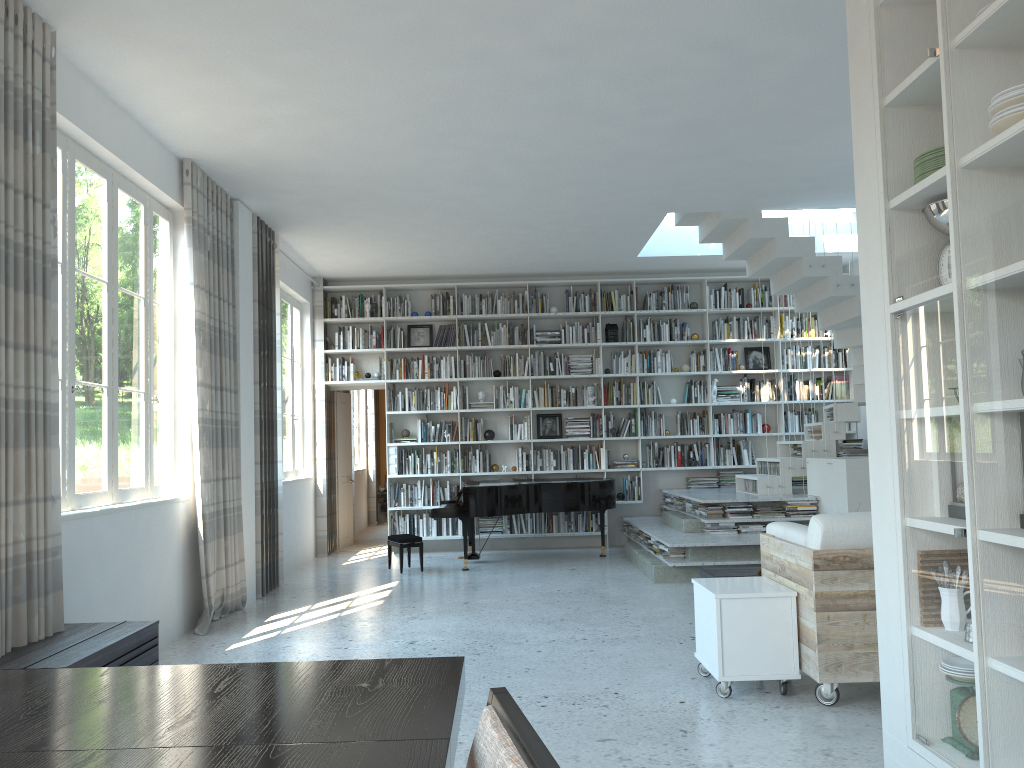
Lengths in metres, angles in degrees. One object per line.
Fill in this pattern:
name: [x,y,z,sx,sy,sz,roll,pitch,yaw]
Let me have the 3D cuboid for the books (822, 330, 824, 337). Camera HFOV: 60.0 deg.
books: [3.681,-0.624,10.591,0.034,0.182,0.156,-2,-4,-1]

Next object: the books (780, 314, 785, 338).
books: [3.187,-0.673,10.492,0.010,0.294,0.183,-2,-4,-1]

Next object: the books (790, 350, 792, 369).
books: [3.289,-0.276,10.554,0.011,0.238,0.173,-2,-4,-1]

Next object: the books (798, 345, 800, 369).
books: [3.390,-0.306,10.551,0.012,0.292,0.165,-2,-4,-1]

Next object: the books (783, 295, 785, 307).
books: [3.223,-0.998,10.608,0.025,0.223,0.137,-2,-4,-1]

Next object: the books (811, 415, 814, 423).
books: [3.543,0.468,10.504,0.021,0.205,0.175,-2,-4,-1]

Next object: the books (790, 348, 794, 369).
books: [3.308,-0.286,10.549,0.026,0.256,0.173,-2,-4,-1]

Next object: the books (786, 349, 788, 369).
books: [3.247,-0.280,10.565,0.026,0.250,0.161,-2,-4,-1]

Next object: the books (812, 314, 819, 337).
books: [3.619,-0.679,10.581,0.010,0.295,0.165,-2,-4,-1]

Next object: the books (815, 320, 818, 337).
books: [3.604,-0.642,10.571,0.023,0.220,0.171,-2,-4,-1]

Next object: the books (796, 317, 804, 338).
books: [3.412,-0.659,10.495,0.023,0.253,0.189,-2,-4,-1]

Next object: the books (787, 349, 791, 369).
books: [3.272,-0.281,10.537,0.023,0.247,0.182,-2,-4,-1]

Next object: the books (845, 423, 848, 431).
books: [3.938,0.470,10.520,0.028,0.181,0.167,-2,-4,-1]

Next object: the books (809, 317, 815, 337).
books: [3.527,-0.654,10.523,0.042,0.242,0.248,-2,-4,-1]

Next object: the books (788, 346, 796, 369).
books: [3.328,-0.302,10.536,0.014,0.285,0.185,-2,-4,-1]

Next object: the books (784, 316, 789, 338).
books: [3.229,-0.659,10.484,0.026,0.263,0.189,-2,-4,-1]

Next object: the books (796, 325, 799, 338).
books: [3.357,-0.626,10.545,0.038,0.199,0.170,-2,-4,-1]

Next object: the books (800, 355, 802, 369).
books: [3.411,-0.249,10.562,0.027,0.179,0.157,-2,-4,-1]

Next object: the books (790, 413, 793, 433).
books: [3.291,0.460,10.510,0.037,0.235,0.153,-2,-4,-1]

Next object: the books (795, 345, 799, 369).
books: [3.373,-0.307,10.563,0.022,0.297,0.162,-2,-4,-1]

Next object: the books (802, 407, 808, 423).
books: [3.484,0.425,10.524,0.013,0.297,0.141,-2,-4,-1]

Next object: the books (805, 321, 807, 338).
books: [3.453,-0.635,10.502,0.014,0.206,0.184,-2,-4,-1]

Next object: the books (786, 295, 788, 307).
books: [3.255,-1.024,10.582,0.012,0.269,0.184,-2,-4,-1]

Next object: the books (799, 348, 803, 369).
books: [3.430,-0.291,10.551,0.013,0.260,0.158,-2,-4,-1]

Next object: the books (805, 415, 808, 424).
books: [3.465,0.473,10.521,0.027,0.200,0.164,-2,-4,-1]

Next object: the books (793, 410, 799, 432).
books: [3.372,0.443,10.526,0.024,0.267,0.133,-2,-4,-1]

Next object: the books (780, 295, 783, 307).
books: [3.199,-1.024,10.598,0.022,0.275,0.160,-2,-4,-1]

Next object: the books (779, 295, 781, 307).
books: [3.172,-1.044,10.585,0.011,0.313,0.173,-2,-4,-1]

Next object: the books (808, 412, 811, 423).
books: [3.518,0.452,10.533,0.027,0.242,0.132,-2,-4,-1]

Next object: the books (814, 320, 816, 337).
books: [3.580,-0.639,10.586,0.024,0.217,0.167,-2,-4,-1]

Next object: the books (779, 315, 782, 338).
books: [3.164,-0.670,10.516,0.036,0.293,0.135,-2,-3,-1]

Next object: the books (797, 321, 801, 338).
books: [3.389,-0.636,10.512,0.025,0.211,0.135,-2,-4,-1]

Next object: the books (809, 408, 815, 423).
books: [3.558,0.428,10.515,0.011,0.284,0.161,-2,-4,-1]

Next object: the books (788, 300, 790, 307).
books: [3.272,-1.004,10.584,0.022,0.229,0.175,-2,-4,-1]

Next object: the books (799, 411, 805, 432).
books: [3.423,0.448,10.494,0.027,0.248,0.184,-2,-4,-1]

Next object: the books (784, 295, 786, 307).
books: [3.242,-1.031,10.595,0.013,0.286,0.150,-2,-4,-1]

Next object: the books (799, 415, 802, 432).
books: [3.397,0.471,10.518,0.025,0.208,0.149,-2,-4,-1]

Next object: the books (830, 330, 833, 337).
books: [3.789,-0.663,10.581,0.070,0.254,0.154,-2,-4,-1]

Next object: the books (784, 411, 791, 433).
books: [3.261,0.452,10.502,0.024,0.252,0.175,-2,-4,-1]

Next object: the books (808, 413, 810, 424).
books: [3.498,0.457,10.516,0.014,0.230,0.172,-2,-4,-1]

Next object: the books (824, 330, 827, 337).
books: [3.708,-0.665,10.574,0.022,0.261,0.160,-2,-4,-1]

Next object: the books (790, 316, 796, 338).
books: [3.326,-0.660,10.505,0.023,0.263,0.158,-2,-4,-1]

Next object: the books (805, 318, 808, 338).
books: [3.470,-0.654,10.509,0.022,0.242,0.145,-2,-4,-1]

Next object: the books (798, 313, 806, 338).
books: [3.434,-0.680,10.501,0.022,0.296,0.152,-2,-4,-1]

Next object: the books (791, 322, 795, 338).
books: [3.304,-0.626,10.488,0.024,0.193,0.190,-2,-4,-1]

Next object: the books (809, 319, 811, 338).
books: [3.500,-0.645,10.499,0.013,0.222,0.174,-2,-4,-1]

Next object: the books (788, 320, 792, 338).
books: [3.267,-0.640,10.494,0.049,0.223,0.161,-2,-4,-1]

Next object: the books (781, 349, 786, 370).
books: [3.228,-0.282,10.552,0.012,0.254,0.161,-2,-4,-1]

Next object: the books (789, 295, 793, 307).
books: [3.308,-1.012,10.593,0.023,0.243,0.182,-2,-4,-1]

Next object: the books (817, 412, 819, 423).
books: [3.605,0.450,10.522,0.013,0.239,0.166,-2,-4,-1]

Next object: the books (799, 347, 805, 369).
books: [3.448,-0.296,10.561,0.025,0.270,0.152,-2,-4,-1]

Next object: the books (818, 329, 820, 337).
books: [3.633,-0.639,10.566,0.013,0.212,0.187,-2,-4,-1]

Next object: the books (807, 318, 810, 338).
books: [3.487,-0.652,10.509,0.012,0.237,0.166,-2,-4,-1]

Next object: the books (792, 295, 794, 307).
books: [3.336,-1.044,10.596,0.012,0.306,0.184,-2,-4,-1]

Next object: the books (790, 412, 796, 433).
books: [3.321,0.456,10.511,0.022,0.242,0.151,-2,-4,-1]

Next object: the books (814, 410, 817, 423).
books: [3.592,0.443,10.526,0.012,0.254,0.161,-2,-4,-1]

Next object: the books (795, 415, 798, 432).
books: [3.347,0.475,10.506,0.029,0.201,0.172,-2,-4,-1]

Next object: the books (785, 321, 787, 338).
books: [3.205,-0.629,10.490,0.024,0.205,0.166,-2,-4,-1]
